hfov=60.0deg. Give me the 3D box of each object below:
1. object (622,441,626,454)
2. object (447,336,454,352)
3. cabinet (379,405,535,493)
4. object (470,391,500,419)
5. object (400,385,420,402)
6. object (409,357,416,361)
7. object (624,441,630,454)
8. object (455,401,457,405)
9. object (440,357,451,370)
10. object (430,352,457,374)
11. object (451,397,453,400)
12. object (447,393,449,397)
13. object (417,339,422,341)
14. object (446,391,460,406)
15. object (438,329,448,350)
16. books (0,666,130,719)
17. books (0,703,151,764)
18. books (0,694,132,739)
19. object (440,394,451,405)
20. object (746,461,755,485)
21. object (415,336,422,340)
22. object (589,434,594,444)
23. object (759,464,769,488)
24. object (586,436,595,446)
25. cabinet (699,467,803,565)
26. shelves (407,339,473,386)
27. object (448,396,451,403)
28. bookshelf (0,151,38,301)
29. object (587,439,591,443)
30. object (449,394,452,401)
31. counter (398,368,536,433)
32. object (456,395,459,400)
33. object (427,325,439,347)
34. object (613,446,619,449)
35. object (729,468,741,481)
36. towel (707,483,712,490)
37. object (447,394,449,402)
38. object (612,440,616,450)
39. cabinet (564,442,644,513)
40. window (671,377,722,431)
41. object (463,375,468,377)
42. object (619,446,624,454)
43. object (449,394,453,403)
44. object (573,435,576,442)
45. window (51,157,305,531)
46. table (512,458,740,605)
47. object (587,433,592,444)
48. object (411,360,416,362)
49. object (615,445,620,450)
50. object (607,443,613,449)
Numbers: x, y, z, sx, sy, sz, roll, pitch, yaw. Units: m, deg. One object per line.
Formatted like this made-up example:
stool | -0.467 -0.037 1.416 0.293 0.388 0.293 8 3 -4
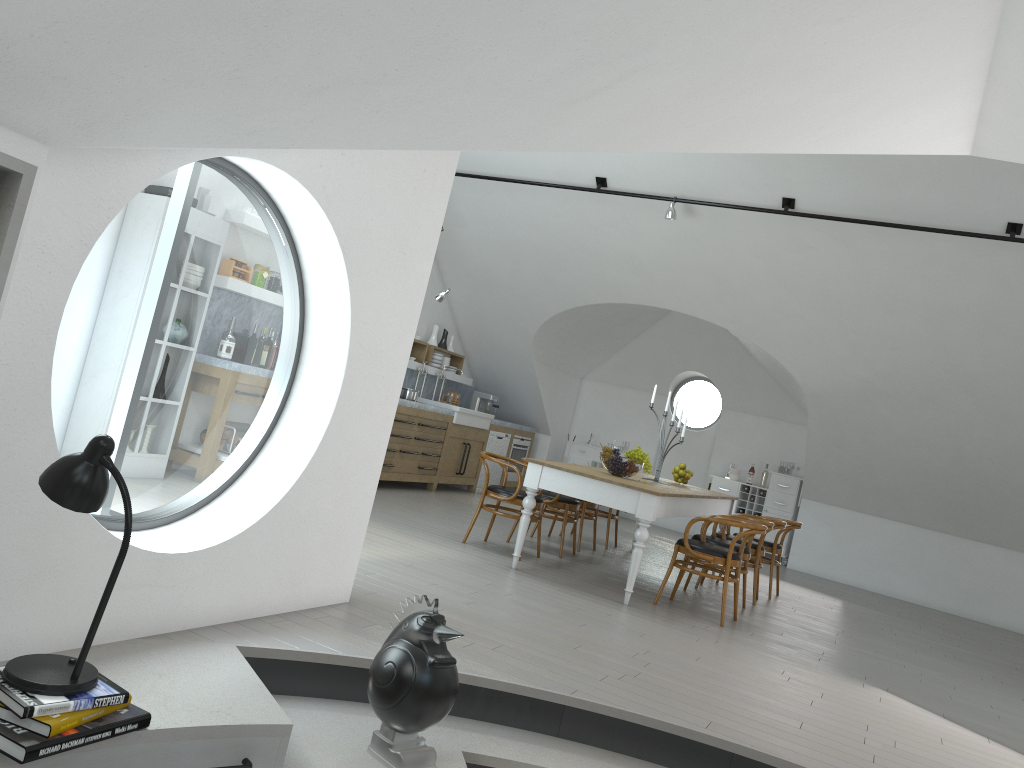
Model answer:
object | 1.604 0.917 12.760 0.054 0.179 0.054 13 -3 2
object | -0.810 -0.534 11.758 0.156 0.219 0.155 13 -3 6
cabinet | -1.455 0.702 9.978 1.006 1.023 6.403 12 -2 24
object | -0.332 0.304 12.286 0.387 0.321 0.323 12 -3 25
object | -1.156 0.116 10.062 0.232 0.170 0.393 13 -2 4
object | -1.237 -0.306 10.934 0.099 0.049 0.098 13 -2 22
object | 1.643 0.920 12.710 0.063 0.187 0.063 13 -3 10
object | -0.761 0.247 12.041 0.019 0.196 0.022 12 -4 25
object | -0.888 -0.273 11.592 0.157 0.160 0.154 16 -4 -37
object | -0.910 -0.276 11.601 0.198 0.196 0.654 12 -2 24
object | -0.825 0.234 11.830 0.044 0.179 0.019 13 -4 9
object | -0.864 0.212 11.837 0.040 0.193 0.042 15 -4 -28
object | -1.177 -0.543 10.956 0.164 0.012 0.163 12 -3 42
object | -0.804 0.224 12.000 0.104 0.223 0.199 12 -3 25
object | -0.885 -0.585 11.552 0.156 0.268 0.155 12 -4 29
books | -1.219 0.803 2.350 0.270 0.031 0.284 12 -2 35
books | -1.235 0.870 2.346 0.366 0.042 0.386 13 -2 25
books | -1.227 0.834 2.348 0.287 0.034 0.303 13 -2 15
object | -0.888 0.223 11.793 0.100 0.172 0.172 12 -3 26
object | 3.276 1.211 12.117 0.081 0.330 0.081 12 -4 20
object | -1.172 -0.566 10.957 0.099 0.049 0.098 13 -2 22
object | 1.174 0.814 13.056 0.039 0.164 0.024 11 -4 37
object | 3.434 1.246 12.037 0.085 0.331 0.085 15 -4 -16
object | 1.150 0.843 13.072 0.101 0.138 0.066 12 -4 25
cabinet | 3.260 1.719 12.064 1.245 1.156 0.607 12 -3 25
shelves | -1.463 -0.979 9.787 0.481 1.364 5.530 12 -2 19
object | -0.844 0.228 11.798 0.019 0.179 0.044 14 -4 -11
bookshelf | -0.060 0.666 0.178 4.343 1.884 2.100 13 -3 25
object | 1.159 0.825 13.080 0.097 0.137 0.029 12 -4 28
object | -0.838 0.221 11.824 0.023 0.196 0.018 12 -4 19
counter | -1.254 -0.090 10.105 0.964 0.621 6.549 12 -2 24
object | -0.758 0.243 12.015 0.040 0.193 0.042 15 -4 -15
object | -0.991 -0.619 11.315 0.156 0.268 0.155 13 -3 13
object | 1.481 0.933 12.697 0.077 0.085 0.077 13 -3 12
object | 3.053 1.247 12.180 0.157 0.160 0.154 16 -4 -37
towel | 2.761 1.466 12.379 0.049 0.204 0.149 12 -3 25
object | -0.856 0.216 11.811 0.019 0.196 0.022 13 -4 13
object | 1.461 0.887 12.758 0.048 0.170 0.048 13 -4 12
cabinet | 1.278 1.335 12.776 1.137 0.790 0.495 12 -3 25
window | 2.738 0.296 13.047 0.902 0.901 0.060 12 -4 25
object | -0.706 -0.115 12.140 0.213 0.025 0.213 13 -2 12
object | 1.563 0.946 12.697 0.071 0.099 0.071 16 -4 -42
object | -0.820 0.222 11.817 0.040 0.193 0.042 15 -4 -29
object | 0.878 0.876 12.917 0.029 0.269 0.088 16 -4 -39
window | -1.318 -0.167 3.415 0.104 1.473 1.464 12 -3 24
table | 1.116 1.233 7.696 1.021 0.800 3.336 12 -2 24
object | 1.152 0.807 13.083 0.039 0.175 0.054 12 -4 24
object | -1.243 -0.283 10.933 0.164 0.012 0.163 12 -3 42
object | 1.522 0.942 12.779 0.094 0.093 0.093 13 -3 12
object | 1.399 0.903 12.697 0.082 0.105 0.081 11 -4 38
